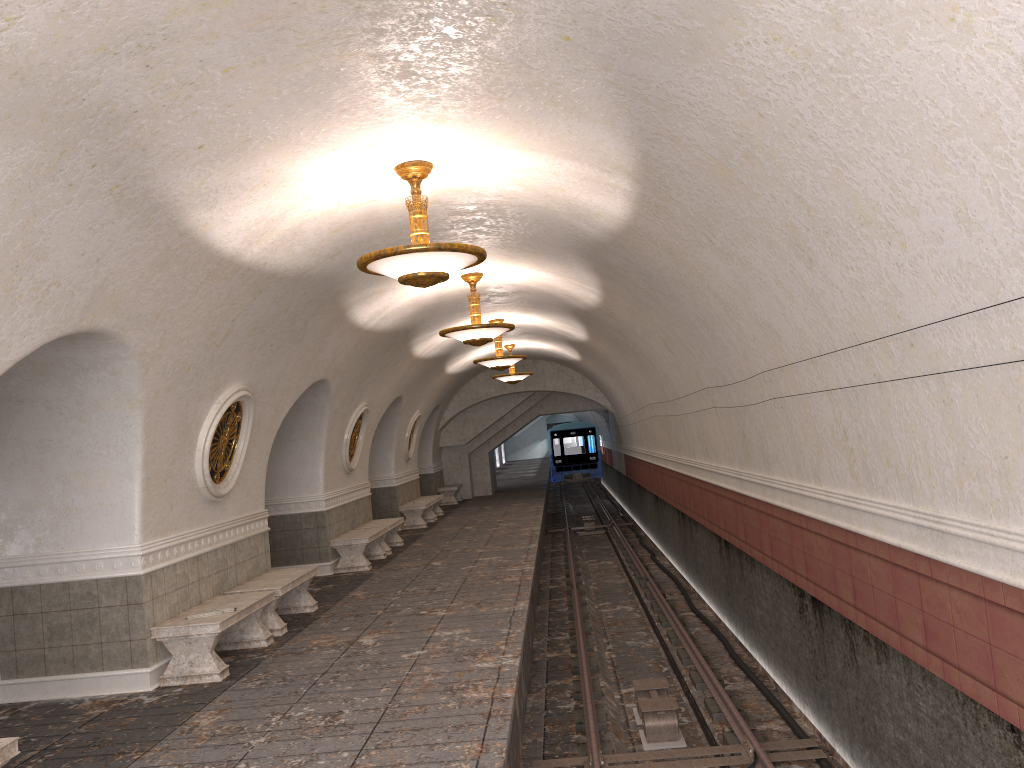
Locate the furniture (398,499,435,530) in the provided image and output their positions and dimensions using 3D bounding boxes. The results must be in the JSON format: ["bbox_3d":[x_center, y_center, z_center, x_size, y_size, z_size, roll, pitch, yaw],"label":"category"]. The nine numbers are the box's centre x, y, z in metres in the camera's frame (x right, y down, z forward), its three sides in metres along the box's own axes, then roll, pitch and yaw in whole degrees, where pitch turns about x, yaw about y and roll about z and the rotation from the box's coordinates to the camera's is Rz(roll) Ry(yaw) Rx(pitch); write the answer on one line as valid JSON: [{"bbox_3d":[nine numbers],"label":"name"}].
[{"bbox_3d":[-2.142,2.976,20.243,0.613,0.508,1.509,-6,-3,3],"label":"furniture"}]

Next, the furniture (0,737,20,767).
[{"bbox_3d":[-2.942,2.121,3.974,0.613,0.508,1.509,-6,-3,3],"label":"furniture"}]

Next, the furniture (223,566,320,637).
[{"bbox_3d":[-2.647,2.436,9.968,0.613,0.508,1.509,-6,-3,3],"label":"furniture"}]

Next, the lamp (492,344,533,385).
[{"bbox_3d":[-0.012,-0.460,21.359,1.008,0.955,1.008,-3,-4,-41],"label":"lamp"}]

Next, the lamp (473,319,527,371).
[{"bbox_3d":[-0.249,-0.713,16.542,1.008,0.955,1.008,-7,-3,18],"label":"lamp"}]

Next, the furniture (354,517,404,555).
[{"bbox_3d":[-2.352,2.751,15.973,0.613,0.508,1.509,-6,-3,3],"label":"furniture"}]

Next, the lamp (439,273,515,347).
[{"bbox_3d":[-0.486,-0.966,11.726,1.008,0.955,1.008,-7,-3,18],"label":"lamp"}]

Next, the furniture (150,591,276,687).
[{"bbox_3d":[-2.730,2.348,8.291,0.613,0.508,1.509,-6,-3,3],"label":"furniture"}]

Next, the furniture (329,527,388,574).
[{"bbox_3d":[-2.434,2.663,14.296,0.613,0.508,1.509,-6,-3,3],"label":"furniture"}]

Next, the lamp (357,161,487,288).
[{"bbox_3d":[-0.723,-1.219,6.909,1.008,0.955,1.008,-5,-3,-13],"label":"lamp"}]

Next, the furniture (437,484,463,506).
[{"bbox_3d":[-1.833,3.306,26.529,0.613,0.508,1.509,-6,-3,3],"label":"furniture"}]

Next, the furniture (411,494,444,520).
[{"bbox_3d":[-2.059,3.064,21.920,0.613,0.508,1.509,-6,-3,3],"label":"furniture"}]
